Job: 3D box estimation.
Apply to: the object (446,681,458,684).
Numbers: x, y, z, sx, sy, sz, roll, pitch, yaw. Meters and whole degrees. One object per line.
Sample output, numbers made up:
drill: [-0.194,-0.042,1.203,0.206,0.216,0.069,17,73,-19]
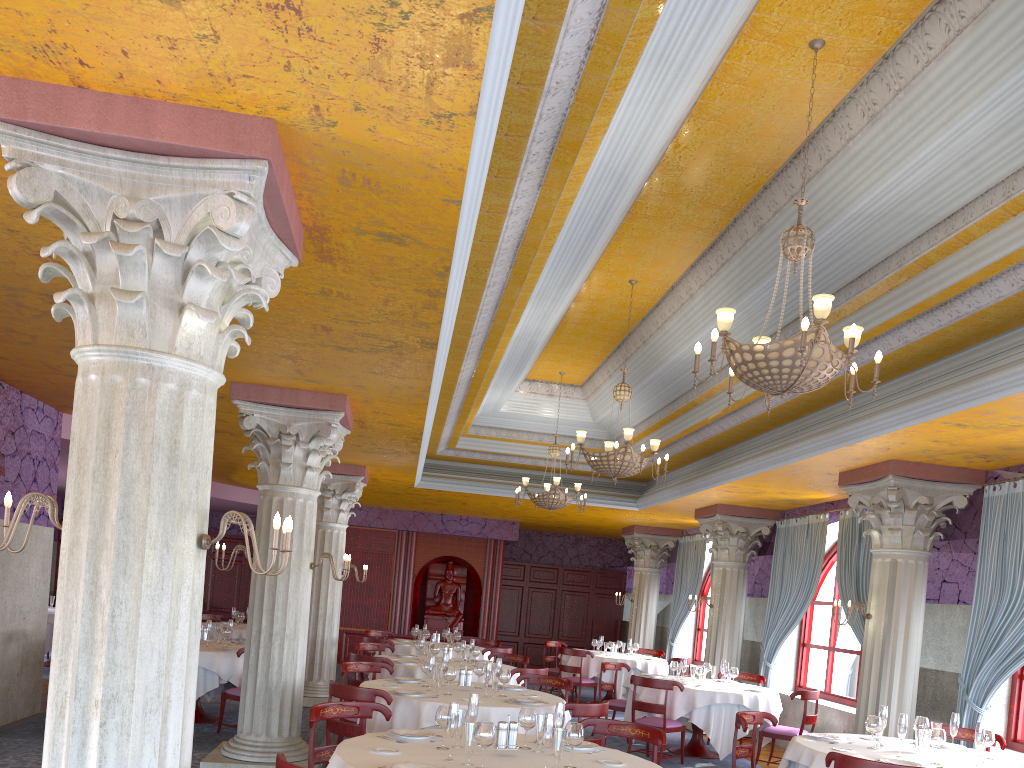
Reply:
object: [-0.612,3.109,8.918,0.158,0.009,0.164,2,-14,13]

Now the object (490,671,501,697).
object: [-0.160,2.817,8.032,0.086,0.236,0.085,5,-1,-27]

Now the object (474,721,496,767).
object: [-0.153,1.977,4.676,0.122,0.263,0.123,5,-2,7]

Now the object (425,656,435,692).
object: [-0.762,2.710,8.012,0.073,0.334,0.074,5,1,29]

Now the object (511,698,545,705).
object: [0.145,2.887,7.778,0.314,0.024,0.321,7,-14,-7]

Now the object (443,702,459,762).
object: [-0.338,1.963,4.831,0.074,0.334,0.073,5,1,-16]

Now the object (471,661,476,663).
object: [-0.502,3.806,11.705,0.139,0.010,0.030,-7,-17,40]

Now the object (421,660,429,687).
object: [-0.832,2.826,8.360,0.122,0.263,0.123,5,-2,7]

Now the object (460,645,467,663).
object: [-0.654,3.646,11.565,0.086,0.236,0.086,5,-1,-5]

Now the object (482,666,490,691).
object: [-0.250,2.933,8.533,0.085,0.236,0.087,5,-1,40]

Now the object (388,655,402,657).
object: [-1.577,3.667,11.545,0.257,0.019,0.056,-7,-17,42]

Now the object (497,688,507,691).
object: [-0.098,3.094,8.673,0.139,0.010,0.030,-7,-17,40]

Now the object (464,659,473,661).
object: [-0.595,3.862,11.983,0.054,0.019,0.264,-5,-17,41]

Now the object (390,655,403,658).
object: [-1.556,3.685,11.577,0.253,0.003,0.023,-5,-17,36]

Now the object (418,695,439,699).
object: [-0.738,2.750,7.529,0.054,0.019,0.264,-5,-17,41]

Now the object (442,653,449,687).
object: [-0.674,2.851,8.549,0.073,0.334,0.074,5,1,29]

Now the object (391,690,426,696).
object: [-0.925,2.755,7.627,0.314,0.024,0.321,7,-14,-7]

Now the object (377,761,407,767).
object: [-0.633,2.034,4.575,0.027,0.013,0.239,-3,-16,37]

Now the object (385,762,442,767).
object: [-0.500,2.008,4.446,0.312,0.024,0.323,2,-14,13]

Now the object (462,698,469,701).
object: [-0.369,2.803,7.589,0.158,0.009,0.164,2,-14,13]

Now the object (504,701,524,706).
object: [0.017,2.849,7.646,0.232,0.013,0.028,-6,-15,37]

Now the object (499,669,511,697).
object: [-0.075,2.832,8.113,0.122,0.263,0.123,5,-2,7]

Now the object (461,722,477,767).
object: [-0.236,2.003,4.761,0.086,0.236,0.086,5,-1,-5]

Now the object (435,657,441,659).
object: [-1.017,3.822,11.950,0.159,0.009,0.162,7,-14,-7]

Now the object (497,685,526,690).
object: [-0.004,3.139,8.852,0.314,0.024,0.321,7,-14,-7]

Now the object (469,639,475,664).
object: [-0.543,3.589,11.493,0.075,0.334,0.073,5,1,-38]

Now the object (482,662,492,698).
object: [-0.228,2.736,7.923,0.073,0.334,0.074,5,1,29]

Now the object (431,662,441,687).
object: [-0.749,2.867,8.442,0.086,0.236,0.086,5,-1,-5]

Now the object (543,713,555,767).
object: [0.197,1.988,4.743,0.074,0.334,0.073,5,1,-16]

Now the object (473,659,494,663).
object: [-0.408,3.852,11.884,0.311,0.024,0.323,-1,-15,22]

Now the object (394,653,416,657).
object: [-1.478,3.720,11.733,0.318,0.024,0.317,12,-15,-26]

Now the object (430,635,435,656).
object: [-1.078,3.563,11.581,0.073,0.334,0.074,5,1,29]

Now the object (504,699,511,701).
object: [-0.034,2.902,7.872,0.029,0.010,0.142,-5,-17,39]

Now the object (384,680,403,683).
object: [-1.172,2.954,8.513,0.257,0.019,0.056,-7,-17,42]

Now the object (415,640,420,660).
object: [-1.236,3.538,11.392,0.124,0.263,0.121,6,-2,-38]

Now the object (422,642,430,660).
object: [-1.154,3.579,11.475,0.086,0.236,0.086,5,-1,-5]

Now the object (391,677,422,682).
object: [-1.073,3.007,8.700,0.314,0.024,0.321,7,-14,-7]

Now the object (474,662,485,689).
object: [-0.330,2.933,8.617,0.122,0.263,0.123,5,-2,7]

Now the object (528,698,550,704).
object: [0.243,2.945,7.966,0.257,0.019,0.056,-7,-17,42]

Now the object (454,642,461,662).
object: [-0.735,3.646,11.649,0.122,0.263,0.123,5,-2,7]

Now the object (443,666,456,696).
object: [-0.577,2.724,7.857,0.123,0.263,0.122,5,-2,-16]

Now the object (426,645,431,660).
object: [-1.064,3.463,10.974,0.085,0.236,0.086,5,-1,18]

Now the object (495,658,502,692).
object: [-0.139,2.876,8.461,0.073,0.334,0.074,5,1,29]

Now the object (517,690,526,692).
object: [0.128,3.125,8.724,0.027,0.013,0.239,-3,-16,37]

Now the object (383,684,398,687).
object: [-1.153,2.867,8.131,0.158,0.009,0.164,2,-14,13]

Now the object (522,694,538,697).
object: [0.172,3.045,8.377,0.161,0.009,0.161,12,-15,-26]

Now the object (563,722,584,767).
object: [0.349,2.084,4.933,0.123,0.263,0.122,5,-2,-16]

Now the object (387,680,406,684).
object: [-1.152,2.973,8.545,0.253,0.003,0.023,-5,-17,36]

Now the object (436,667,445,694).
object: [-0.660,2.751,7.941,0.085,0.236,0.086,5,-1,18]
